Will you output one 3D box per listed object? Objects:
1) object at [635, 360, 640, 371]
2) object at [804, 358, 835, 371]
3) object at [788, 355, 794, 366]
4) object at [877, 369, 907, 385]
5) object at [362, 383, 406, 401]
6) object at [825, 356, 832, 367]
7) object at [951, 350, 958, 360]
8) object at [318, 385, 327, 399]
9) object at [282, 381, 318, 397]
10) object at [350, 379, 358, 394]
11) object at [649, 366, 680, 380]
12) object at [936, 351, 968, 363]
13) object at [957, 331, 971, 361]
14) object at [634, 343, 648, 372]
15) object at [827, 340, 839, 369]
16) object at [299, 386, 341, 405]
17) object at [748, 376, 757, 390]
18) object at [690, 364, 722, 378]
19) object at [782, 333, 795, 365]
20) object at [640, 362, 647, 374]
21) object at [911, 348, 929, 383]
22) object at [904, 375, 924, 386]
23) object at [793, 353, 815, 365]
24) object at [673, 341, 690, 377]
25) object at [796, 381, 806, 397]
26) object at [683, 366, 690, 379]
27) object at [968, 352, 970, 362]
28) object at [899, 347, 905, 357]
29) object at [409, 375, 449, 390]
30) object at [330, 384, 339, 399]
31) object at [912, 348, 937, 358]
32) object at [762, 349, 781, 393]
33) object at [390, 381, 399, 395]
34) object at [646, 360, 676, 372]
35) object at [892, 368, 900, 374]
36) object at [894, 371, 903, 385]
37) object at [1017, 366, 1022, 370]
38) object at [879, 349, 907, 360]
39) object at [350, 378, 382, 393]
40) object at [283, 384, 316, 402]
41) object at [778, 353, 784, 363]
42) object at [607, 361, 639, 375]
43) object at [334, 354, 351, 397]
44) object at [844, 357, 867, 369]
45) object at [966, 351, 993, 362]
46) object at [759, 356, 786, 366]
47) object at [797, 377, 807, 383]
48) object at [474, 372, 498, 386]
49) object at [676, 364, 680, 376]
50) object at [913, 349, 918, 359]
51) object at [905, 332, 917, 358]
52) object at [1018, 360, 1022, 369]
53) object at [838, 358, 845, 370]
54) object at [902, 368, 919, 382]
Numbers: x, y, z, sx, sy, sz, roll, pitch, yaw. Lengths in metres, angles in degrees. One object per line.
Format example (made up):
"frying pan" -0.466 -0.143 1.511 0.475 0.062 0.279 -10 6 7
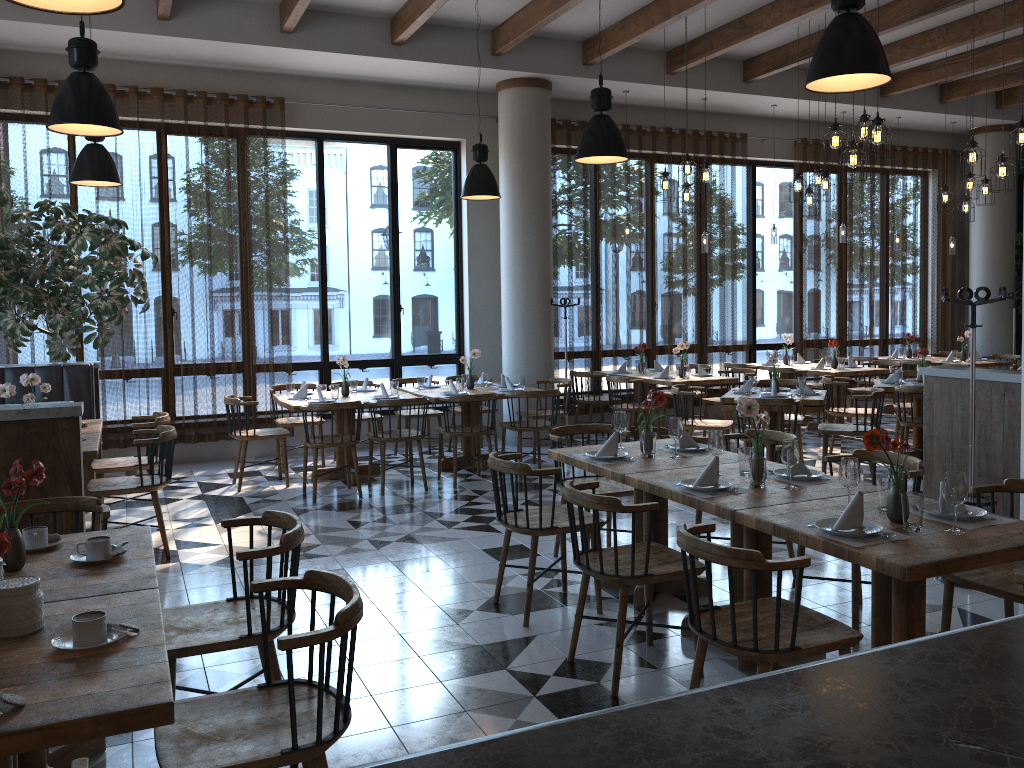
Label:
"object" 1.542 -0.229 10.820 0.080 0.132 0.080 -1 3 1
"object" 3.661 -0.241 10.553 0.272 0.137 0.352 -3 5 -24
"object" 3.546 -0.301 11.268 0.080 0.132 0.080 0 3 11
"object" 3.750 -0.077 8.738 0.272 0.137 0.353 1 5 21
"object" -1.153 0.064 8.017 0.352 0.137 0.272 -3 5 -24
"object" 3.900 -0.274 10.908 0.080 0.132 0.080 -4 4 -39
"object" 5.886 -0.384 11.781 0.080 0.132 0.080 -4 4 -39
"object" -1.716 0.075 8.026 0.080 0.132 0.080 -4 4 -39
"object" -2.013 0.033 8.513 0.352 0.137 0.272 -3 5 -24
"object" -1.523 0.026 8.533 0.080 0.132 0.080 -4 4 -39
"object" 1.650 -0.129 9.670 0.272 0.137 0.352 -3 5 -24
"object" 5.639 -0.350 11.423 0.272 0.137 0.352 -3 5 -24
"object" 5.891 -0.495 11.521 0.207 0.399 0.146 -3 4 -31
"object" 1.536 -0.315 10.536 0.156 0.354 0.171 -1 3 -1
"object" 3.851 -0.361 10.642 0.171 0.354 0.156 -4 4 -45
"object" -1.682 0.093 7.785 0.352 0.137 0.272 -3 5 -24
"object" 2.231 -0.004 8.214 0.080 0.132 0.080 2 5 41
"object" 2.136 -0.157 9.890 0.272 0.137 0.352 -3 5 -24
"object" 3.575 -0.455 11.475 0.146 0.399 0.207 -2 3 -20
"object" 1.538 -0.190 10.385 0.080 0.132 0.080 -1 3 1
"object" 3.971 -0.179 8.612 0.156 0.354 0.171 1 4 31
"object" 3.906 -0.048 8.392 0.352 0.137 0.273 1 5 21
"object" 3.788 -0.336 11.586 0.272 0.137 0.352 -3 5 -24
"object" 1.864 -0.273 9.764 0.206 0.399 0.146 1 4 30
"object" 2.493 0.043 7.652 0.080 0.132 0.080 1 4 31
"object" 1.888 -0.123 9.591 0.080 0.132 0.080 -4 4 -39
"object" 5.882 -0.345 11.346 0.080 0.132 0.080 -4 4 -39
"object" 5.536 -0.451 12.575 0.080 0.132 0.080 -1 3 -9
"object" -0.847 -0.032 9.025 0.352 0.137 0.272 -3 5 -24
"object" -1.605 0.072 8.032 0.080 0.132 0.080 -4 4 -39
"object" 5.766 -0.446 12.455 0.272 0.137 0.352 -3 5 -24
"object" 2.325 -0.112 7.917 0.146 0.399 0.207 -1 3 -4
"object" -1.094 0.044 8.257 0.080 0.132 0.080 -4 4 -39
"object" 1.777 -0.225 10.702 0.272 0.137 0.352 -3 5 -24
"object" 3.871 -0.095 8.935 0.080 0.132 0.080 -2 4 -19
"object" 3.717 -0.055 8.521 0.080 0.132 0.080 -1 3 -9
"object" 5.454 -0.172 9.489 0.272 0.137 0.353 1 5 21
"object" 5.281 -0.418 12.235 0.272 0.137 0.352 -3 5 -24
"object" -1.455 0.002 8.758 0.352 0.137 0.272 -3 5 -24
"object" -1.941 0.068 8.107 0.272 0.137 0.352 -3 5 -24
"object" 3.550 -0.341 11.702 0.080 0.132 0.080 0 3 11
"object" 1.292 -0.197 10.482 0.272 0.137 0.352 -3 5 -24
"object" -1.582 -0.084 8.267 0.146 0.399 0.207 -2 4 -25
"object" 4.146 -0.268 10.773 0.272 0.137 0.352 -3 5 -24
"object" 6.124 -0.378 11.642 0.272 0.137 0.352 -3 5 -24
"object" 3.303 -0.309 11.366 0.272 0.137 0.352 -3 5 -24
"object" 2.637 0.004 8.058 0.080 0.132 0.080 1 4 31
"object" -0.322 -0.061 9.256 0.352 0.137 0.272 -3 5 -24
"object" 1.893 -0.163 10.026 0.080 0.132 0.080 -4 4 -39
"object" 5.532 -0.411 12.140 0.080 0.132 0.080 -1 3 -9
"object" 5.557 -0.542 12.347 0.156 0.354 0.171 2 4 42
"object" 5.572 -0.189 9.682 0.080 0.132 0.080 -1 3 -9
"object" 3.896 -0.235 10.474 0.080 0.132 0.080 -4 4 -39
"object" 4.094 -0.097 8.895 0.352 0.137 0.273 1 5 21
